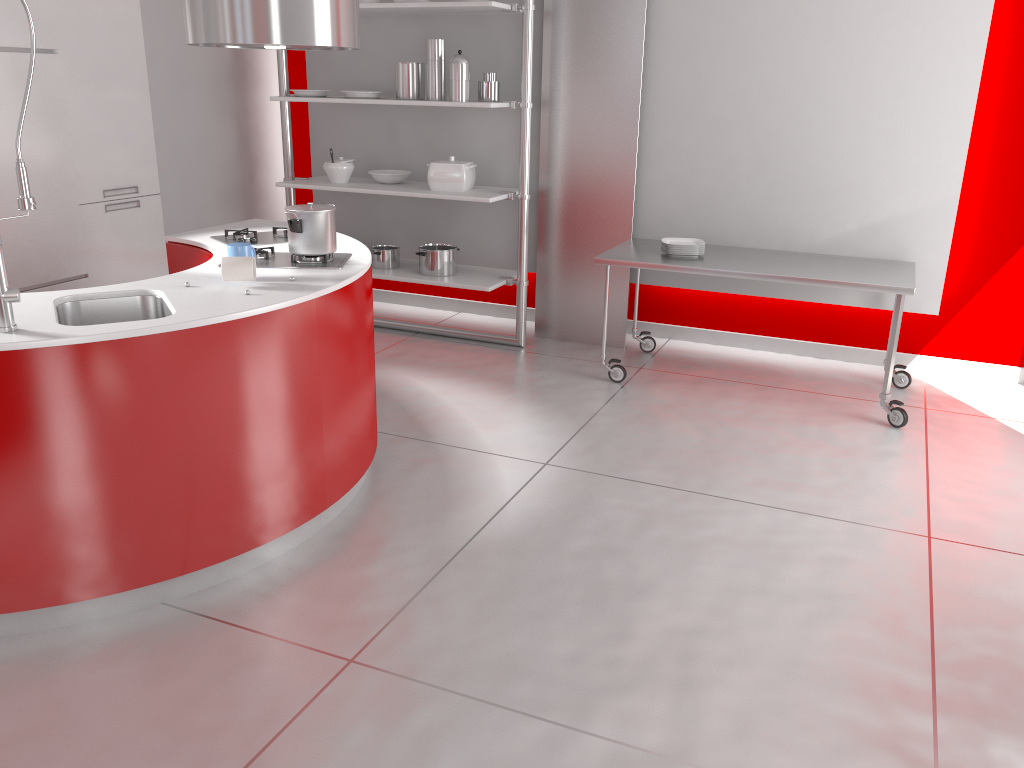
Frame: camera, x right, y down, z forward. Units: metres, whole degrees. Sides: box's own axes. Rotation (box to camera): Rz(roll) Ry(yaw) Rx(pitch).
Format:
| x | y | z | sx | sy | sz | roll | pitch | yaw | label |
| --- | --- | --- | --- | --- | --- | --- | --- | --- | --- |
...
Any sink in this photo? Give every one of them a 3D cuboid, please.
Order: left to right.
| x | y | z | sx | sy | sz | roll | pitch | yaw | label |
| --- | --- | --- | --- | --- | --- | --- | --- | --- | --- |
| -1.203 | -0.135 | 2.707 | 0.326 | 0.172 | 0.428 | -9 | 21 | -26 | sink |

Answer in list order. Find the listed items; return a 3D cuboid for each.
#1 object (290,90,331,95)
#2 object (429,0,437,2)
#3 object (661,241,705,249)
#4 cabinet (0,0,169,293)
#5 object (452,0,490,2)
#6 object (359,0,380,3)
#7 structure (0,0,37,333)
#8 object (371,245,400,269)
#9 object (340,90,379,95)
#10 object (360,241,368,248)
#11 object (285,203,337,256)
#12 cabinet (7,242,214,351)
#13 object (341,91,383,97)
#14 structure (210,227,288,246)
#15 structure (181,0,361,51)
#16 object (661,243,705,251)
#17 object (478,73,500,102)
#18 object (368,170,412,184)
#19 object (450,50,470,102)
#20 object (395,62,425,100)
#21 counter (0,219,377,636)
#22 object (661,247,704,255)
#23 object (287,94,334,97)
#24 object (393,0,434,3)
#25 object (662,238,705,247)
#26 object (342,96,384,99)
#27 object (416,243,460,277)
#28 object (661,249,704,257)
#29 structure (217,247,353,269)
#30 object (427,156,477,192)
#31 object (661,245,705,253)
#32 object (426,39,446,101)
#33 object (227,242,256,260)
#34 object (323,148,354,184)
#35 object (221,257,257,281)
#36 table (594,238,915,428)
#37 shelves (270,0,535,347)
| x | y | z | sx | sy | sz | roll | pitch | yaw | label |
| --- | --- | --- | --- | --- | --- | --- | --- | --- | --- |
| -1.231 | -1.773 | 5.417 | 0.244 | 0.042 | 0.244 | 4 | 19 | 7 | object |
| -0.554 | -2.196 | 5.083 | 0.200 | 0.030 | 0.200 | 9 | 20 | 22 | object |
| 0.915 | -0.744 | 4.749 | 0.228 | 0.020 | 0.228 | 3 | 19 | 5 | object |
| -2.879 | -0.991 | 4.385 | 0.614 | 2.026 | 2.398 | 9 | 20 | 22 | cabinet |
| -0.231 | -2.233 | 4.962 | 0.287 | 0.222 | 0.287 | -7 | 20 | -22 | object |
| -0.837 | -2.276 | 5.159 | 0.192 | 0.153 | 0.192 | 15 | 23 | 34 | object |
| -1.373 | -0.601 | 2.308 | 0.308 | 0.920 | 0.178 | -7 | 20 | -22 | structure |
| -0.804 | -0.808 | 5.641 | 0.182 | 0.122 | 0.196 | -5 | 20 | -18 | object |
| -0.950 | -1.807 | 5.532 | 0.244 | 0.042 | 0.244 | 6 | 19 | 14 | object |
| -1.128 | -0.874 | 5.802 | 0.308 | 0.130 | 0.407 | 12 | 22 | 29 | object |
| -0.755 | -0.590 | 3.341 | 0.189 | 0.185 | 0.218 | -4 | 19 | -14 | object |
| -2.034 | -0.026 | 3.277 | 1.875 | 0.761 | 1.025 | -6 | 20 | -21 | cabinet |
| -0.887 | -1.714 | 5.263 | 0.244 | 0.042 | 0.244 | 4 | 19 | 7 | object |
| -1.040 | -0.652 | 3.851 | 0.457 | 0.037 | 0.303 | -12 | 23 | -35 | structure |
| -0.896 | -1.734 | 3.236 | 0.644 | 0.958 | 0.644 | -2 | 19 | -10 | structure |
| 0.915 | -0.734 | 4.752 | 0.228 | 0.020 | 0.228 | 3 | 19 | 5 | object |
| -0.133 | -1.709 | 5.109 | 0.127 | 0.157 | 0.127 | 13 | 22 | 31 | object |
| -0.767 | -1.300 | 5.584 | 0.272 | 0.072 | 0.272 | -3 | 19 | -12 | object |
| -0.291 | -1.723 | 4.962 | 0.115 | 0.274 | 0.115 | 6 | 19 | 15 | object |
| -0.601 | -1.773 | 5.192 | 0.184 | 0.205 | 0.172 | 11 | 21 | 27 | object |
| -1.803 | 0.055 | 3.151 | 2.865 | 0.880 | 1.868 | -11 | 22 | -31 | counter |
| 0.914 | -0.715 | 4.759 | 0.228 | 0.020 | 0.228 | 3 | 19 | 5 | object |
| -1.231 | -1.760 | 5.421 | 0.280 | 0.015 | 0.280 | -9 | 21 | -28 | object |
| -0.554 | -2.181 | 5.088 | 0.200 | 0.030 | 0.200 | 9 | 20 | 22 | object |
| 0.915 | -0.754 | 4.746 | 0.228 | 0.020 | 0.228 | 3 | 19 | 5 | object |
| -0.887 | -1.701 | 5.268 | 0.280 | 0.015 | 0.280 | -13 | 23 | -35 | object |
| -0.457 | -0.767 | 5.482 | 0.240 | 0.161 | 0.259 | 3 | 19 | 6 | object |
| 0.914 | -0.705 | 4.762 | 0.228 | 0.020 | 0.228 | 3 | 19 | 5 | object |
| -0.856 | -0.487 | 3.377 | 0.457 | 0.037 | 0.303 | 1 | 19 | -2 | structure |
| -0.360 | -1.262 | 5.306 | 0.282 | 0.197 | 0.235 | 5 | 19 | 12 | object |
| 0.915 | -0.725 | 4.756 | 0.228 | 0.020 | 0.228 | 3 | 19 | 5 | object |
| -0.431 | -1.789 | 5.060 | 0.109 | 0.329 | 0.110 | 8 | 20 | 20 | object |
| -0.934 | -0.434 | 3.058 | 0.080 | 0.100 | 0.109 | 0 | 19 | -4 | object |
| -1.081 | -1.365 | 5.536 | 0.192 | 0.214 | 0.192 | 4 | 19 | 9 | object |
| -0.903 | -0.385 | 2.941 | 0.100 | 0.080 | 0.109 | -1 | 19 | -7 | object |
| 1.303 | -0.326 | 4.759 | 1.627 | 0.682 | 0.749 | 9 | 20 | 23 | table |
| -0.683 | -1.581 | 5.357 | 1.735 | 2.599 | 0.535 | 9 | 20 | 22 | shelves |
